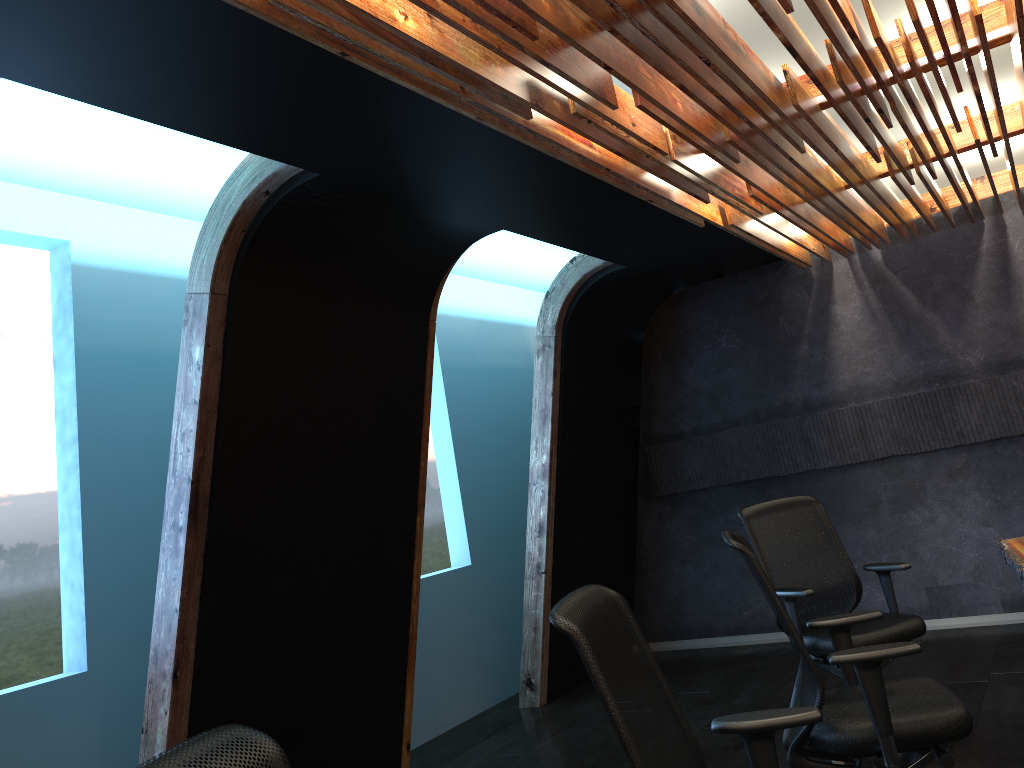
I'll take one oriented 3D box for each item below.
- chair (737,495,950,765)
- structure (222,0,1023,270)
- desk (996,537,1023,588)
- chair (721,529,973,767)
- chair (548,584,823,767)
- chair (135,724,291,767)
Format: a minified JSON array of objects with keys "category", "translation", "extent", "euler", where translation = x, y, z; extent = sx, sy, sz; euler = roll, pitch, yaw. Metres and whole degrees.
[{"category":"chair","translation":[1.741,1.199,4.527],"extent":[0.821,1.272,0.767],"euler":[-4,-14,-24]},{"category":"structure","translation":[1.507,-0.273,1.288],"extent":[4.442,3.070,11.403],"euler":[-16,-10,31]},{"category":"desk","translation":[1.829,0.984,1.460],"extent":[1.998,0.838,6.620],"euler":[-16,-9,31]},{"category":"chair","translation":[1.295,1.097,3.159],"extent":[0.792,1.271,0.795],"euler":[-12,-13,10]},{"category":"chair","translation":[0.622,1.068,2.021],"extent":[0.790,1.271,0.798],"euler":[-14,-13,15]},{"category":"chair","translation":[-0.019,1.050,1.006],"extent":[0.794,1.271,0.793],"euler":[-11,-13,5]}]
